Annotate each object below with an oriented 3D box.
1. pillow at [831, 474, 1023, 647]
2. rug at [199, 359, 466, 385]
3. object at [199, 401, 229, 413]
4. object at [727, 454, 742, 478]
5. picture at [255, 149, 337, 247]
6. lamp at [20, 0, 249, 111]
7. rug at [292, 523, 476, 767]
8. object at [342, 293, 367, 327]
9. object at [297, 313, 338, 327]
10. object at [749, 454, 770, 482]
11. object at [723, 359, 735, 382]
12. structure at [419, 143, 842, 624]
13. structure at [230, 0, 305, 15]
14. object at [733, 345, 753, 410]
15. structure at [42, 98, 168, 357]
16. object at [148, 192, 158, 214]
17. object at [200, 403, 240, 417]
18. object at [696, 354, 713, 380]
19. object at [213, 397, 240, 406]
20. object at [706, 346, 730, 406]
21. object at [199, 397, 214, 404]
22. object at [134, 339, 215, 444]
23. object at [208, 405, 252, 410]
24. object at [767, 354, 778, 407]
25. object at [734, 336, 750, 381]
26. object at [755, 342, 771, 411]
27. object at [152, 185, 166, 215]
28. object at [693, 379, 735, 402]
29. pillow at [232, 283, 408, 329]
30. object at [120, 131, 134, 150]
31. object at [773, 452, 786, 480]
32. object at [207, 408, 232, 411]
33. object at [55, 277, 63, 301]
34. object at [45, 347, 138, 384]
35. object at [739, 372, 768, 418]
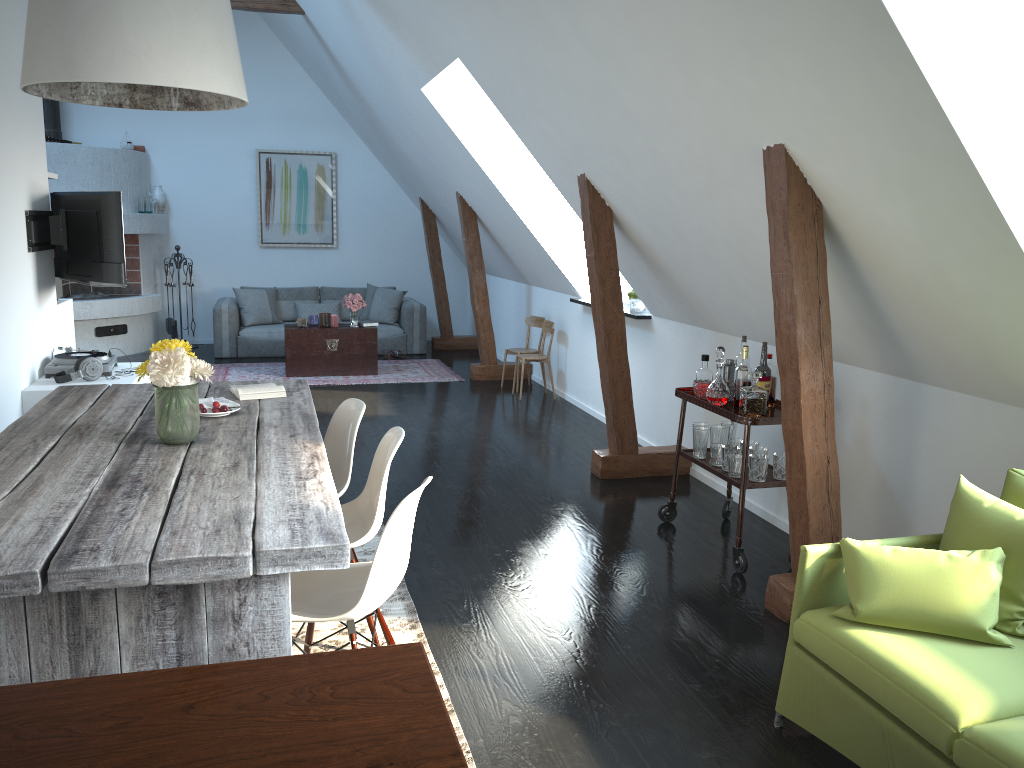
[{"bbox_3d":[1.272,0.531,2.585,0.600,0.387,0.475,-2,11,-18],"label":"pillow"},{"bbox_3d":[-1.915,-0.123,9.242,2.647,0.029,1.512,-2,11,-15],"label":"rug"},{"bbox_3d":[-1.214,0.099,3.574,0.132,0.034,0.144,-8,14,-43],"label":"object"},{"bbox_3d":[1.064,0.390,4.215,0.092,0.099,0.092,-7,13,-37],"label":"object"},{"bbox_3d":[-2.707,-2.326,11.158,0.965,1.185,0.025,-2,11,-15],"label":"picture"},{"bbox_3d":[-1.227,-2.329,2.672,0.697,2.813,0.757,8,12,34],"label":"lamp"},{"bbox_3d":[-1.289,0.958,3.305,1.898,0.022,2.677,-2,11,-15],"label":"rug"},{"bbox_3d":[-1.638,-0.773,9.180,0.235,0.351,0.234,8,12,34],"label":"object"},{"bbox_3d":[-1.991,-0.663,9.137,0.413,0.138,0.215,0,10,-4],"label":"object"},{"bbox_3d":[1.151,0.394,4.147,0.095,0.119,0.095,9,13,36],"label":"object"},{"bbox_3d":[1.133,-0.037,4.642,0.052,0.182,0.135,5,11,21],"label":"object"},{"bbox_3d":[0.940,-0.329,5.286,1.023,1.963,12.350,-2,11,-15],"label":"structure"},{"bbox_3d":[-4.341,-3.230,5.047,10.230,3.562,15.910,-1,10,-10],"label":"structure"},{"bbox_3d":[1.112,-0.032,4.256,0.081,0.307,0.081,-1,10,-10],"label":"object"},{"bbox_3d":[-5.651,-2.735,10.183,3.058,4.752,3.049,0,10,-7],"label":"structure"},{"bbox_3d":[-4.234,-2.139,10.469,0.081,0.258,0.150,4,11,18],"label":"object"},{"bbox_3d":[-1.204,0.108,3.589,0.205,0.024,0.205,-3,11,-23],"label":"object"},{"bbox_3d":[1.001,-0.050,4.616,0.087,0.206,0.087,3,10,9],"label":"object"},{"bbox_3d":[-1.271,0.081,3.756,0.182,0.014,0.185,-8,14,-41],"label":"object"},{"bbox_3d":[1.008,-0.039,4.315,0.114,0.292,0.114,-8,14,-43],"label":"object"},{"bbox_3d":[-1.356,0.080,3.749,0.182,0.016,0.179,-3,11,-20],"label":"object"},{"bbox_3d":[-1.175,0.024,3.091,0.233,0.365,0.293,-9,14,-44],"label":"object"},{"bbox_3d":[-1.153,0.095,3.608,0.194,0.022,0.019,1,10,0],"label":"object"},{"bbox_3d":[1.251,-0.019,4.338,0.067,0.257,0.099,-1,10,-10],"label":"object"},{"bbox_3d":[1.174,-0.086,4.519,0.073,0.320,0.073,-4,11,-24],"label":"object"},{"bbox_3d":[1.191,-0.036,4.213,0.080,0.329,0.080,-4,11,-24],"label":"object"},{"bbox_3d":[-4.241,-2.194,10.647,0.165,0.368,0.165,-8,14,-43],"label":"object"},{"bbox_3d":[1.035,0.034,4.475,0.245,0.092,0.151,4,11,13],"label":"object"},{"bbox_3d":[-2.279,-0.948,10.672,2.075,0.515,0.444,-2,11,-15],"label":"pillow"},{"bbox_3d":[-4.451,-2.810,10.253,0.066,0.221,0.231,4,11,15],"label":"object"},{"bbox_3d":[1.276,0.390,4.184,0.095,0.119,0.095,9,13,36],"label":"object"},{"bbox_3d":[-1.188,0.104,3.594,0.110,0.011,0.058,-1,10,-11],"label":"object"},{"bbox_3d":[-3.598,-0.704,6.527,0.435,0.211,0.496,-2,11,-16],"label":"object"},{"bbox_3d":[-2.832,-0.144,5.990,0.558,0.162,0.742,-2,11,-18],"label":"object"},{"bbox_3d":[1.101,0.052,4.043,0.101,0.211,0.101,1,10,0],"label":"object"}]
